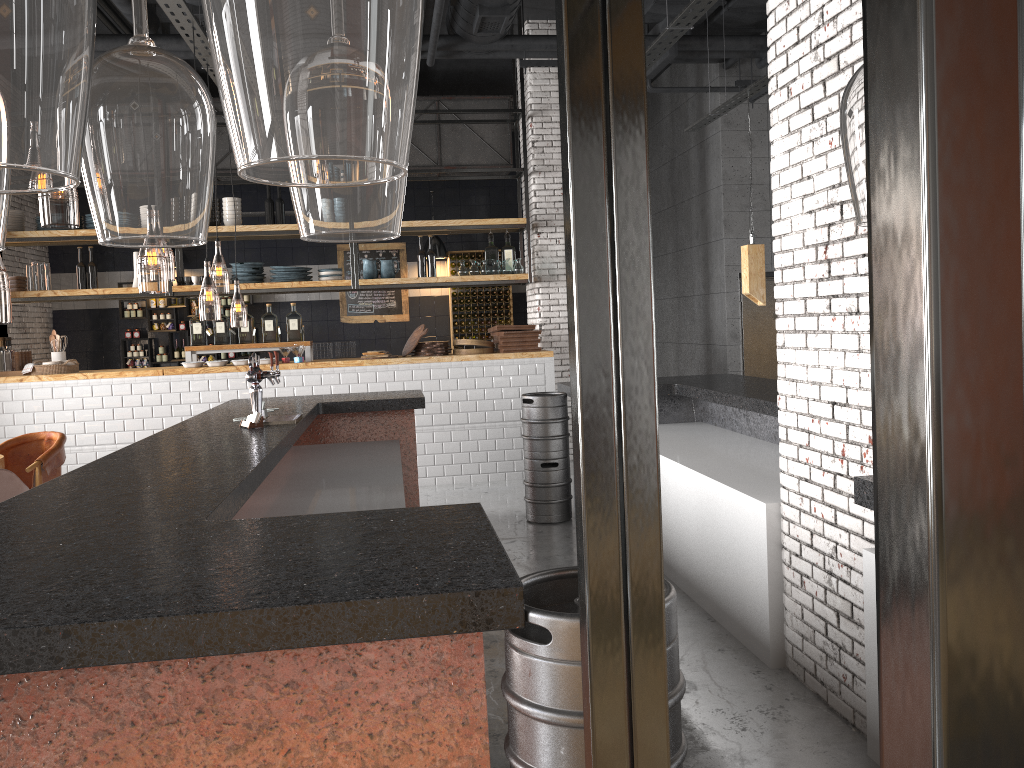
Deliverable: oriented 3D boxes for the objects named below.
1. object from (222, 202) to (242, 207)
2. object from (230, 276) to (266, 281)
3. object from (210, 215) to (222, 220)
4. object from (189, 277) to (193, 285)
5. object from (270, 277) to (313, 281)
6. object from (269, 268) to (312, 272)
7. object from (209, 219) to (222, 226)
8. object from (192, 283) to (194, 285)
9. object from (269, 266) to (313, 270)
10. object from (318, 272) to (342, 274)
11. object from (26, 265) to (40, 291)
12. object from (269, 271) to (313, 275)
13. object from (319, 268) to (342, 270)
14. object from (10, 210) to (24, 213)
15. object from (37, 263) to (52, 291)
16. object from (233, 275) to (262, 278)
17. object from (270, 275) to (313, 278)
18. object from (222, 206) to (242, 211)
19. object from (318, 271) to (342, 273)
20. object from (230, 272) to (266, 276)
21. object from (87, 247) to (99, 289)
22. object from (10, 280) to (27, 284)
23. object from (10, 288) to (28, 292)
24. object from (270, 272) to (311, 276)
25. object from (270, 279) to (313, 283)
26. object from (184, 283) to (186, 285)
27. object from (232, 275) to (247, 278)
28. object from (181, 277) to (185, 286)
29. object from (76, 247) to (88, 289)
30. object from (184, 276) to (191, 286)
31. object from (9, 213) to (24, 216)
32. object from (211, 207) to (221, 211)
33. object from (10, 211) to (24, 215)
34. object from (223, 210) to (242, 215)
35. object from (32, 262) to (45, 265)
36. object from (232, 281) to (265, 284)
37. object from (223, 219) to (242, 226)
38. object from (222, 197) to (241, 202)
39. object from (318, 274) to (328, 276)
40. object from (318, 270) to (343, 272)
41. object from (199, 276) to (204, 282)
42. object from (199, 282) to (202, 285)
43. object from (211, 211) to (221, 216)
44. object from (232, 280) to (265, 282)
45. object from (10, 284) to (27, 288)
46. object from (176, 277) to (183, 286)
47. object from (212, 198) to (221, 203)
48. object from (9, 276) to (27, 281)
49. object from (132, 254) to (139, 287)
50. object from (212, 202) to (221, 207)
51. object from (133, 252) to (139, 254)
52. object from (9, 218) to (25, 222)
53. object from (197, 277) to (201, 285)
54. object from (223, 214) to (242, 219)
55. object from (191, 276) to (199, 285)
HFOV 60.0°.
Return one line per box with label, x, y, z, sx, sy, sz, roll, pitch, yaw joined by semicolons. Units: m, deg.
object;-2.982;-1.880;9.447;0.196;0.100;0.197;-3;4;-12
object;-2.825;-1.114;9.499;0.373;0.067;0.372;-4;4;-26
object;-3.188;-1.737;9.426;0.196;0.101;0.197;-2;4;11
object;-3.385;-1.073;9.316;0.072;0.097;0.072;-4;3;-21
object;-2.377;-1.124;9.557;0.454;0.042;0.454;-5;5;-33
object;-2.381;-1.218;9.552;0.454;0.048;0.454;-1;4;19
object;-3.188;-1.693;9.430;0.196;0.104;0.197;0;4;29
object;-3.401;-1.080;9.432;0.072;0.097;0.072;-1;3;24
object;-2.379;-1.243;9.552;0.453;0.062;0.454;-2;4;8
object;-1.969;-1.188;9.612;0.263;0.028;0.263;-1;4;19
object;-4.862;-1.075;9.021;0.106;0.264;0.152;-1;3;20
object;-2.378;-1.196;9.553;0.452;0.065;0.454;1;5;45
object;-1.972;-1.228;9.610;0.265;0.037;0.265;-3;4;-13
object;-5.216;-1.764;9.138;0.335;0.039;0.335;-4;4;-17
object;-4.811;-1.096;9.136;0.118;0.293;0.169;-3;3;-3
object;-2.826;-1.131;9.496;0.334;0.051;0.335;-1;4;23
object;-2.376;-1.148;9.557;0.453;0.050;0.454;-2;4;12
object;-2.982;-1.836;9.451;0.196;0.103;0.197;-2;4;9
object;-1.970;-1.199;9.611;0.263;0.029;0.263;-5;5;-31
object;-2.822;-1.166;9.494;0.371;0.071;0.373;-2;4;4
object;-4.458;-1.221;9.415;0.098;0.470;0.098;-4;3;-30
object;-5.142;-1.047;9.203;0.157;0.053;0.168;-3;4;-3
object;-5.139;-0.967;9.206;0.157;0.053;0.168;-3;4;-3
object;-2.380;-1.172;9.554;0.454;0.062;0.453;0;5;36
object;-2.375;-1.100;9.559;0.454;0.033;0.454;-4;4;-25
object;-3.478;-1.076;9.421;0.072;0.097;0.072;-4;3;-20
object;-2.826;-1.143;9.495;0.334;0.045;0.335;-3;4;-11
object;-3.462;-1.069;9.306;0.072;0.097;0.072;-3;3;-8
object;-4.565;-1.215;9.400;0.098;0.470;0.098;-4;3;-30
object;-3.369;-1.066;9.200;0.072;0.097;0.072;-2;3;14
object;-5.216;-1.725;9.139;0.335;0.040;0.335;-4;4;-18
object;-3.192;-1.825;9.419;0.196;0.102;0.197;-2;4;3
object;-5.216;-1.744;9.139;0.335;0.041;0.335;-3;4;-11
object;-2.977;-1.792;9.448;0.196;0.104;0.197;-1;4;28
object;-4.922;-1.114;9.266;0.126;0.313;0.179;-1;3;25
object;-2.822;-1.078;9.498;0.335;0.033;0.335;-6;5;-39
object;-2.973;-1.704;9.452;0.196;0.105;0.196;-5;4;-30
object;-2.984;-1.925;9.448;0.196;0.103;0.196;-5;4;-30
object;-1.968;-1.177;9.612;0.263;0.032;0.263;1;5;41
object;-1.970;-1.217;9.610;0.265;0.034;0.265;-2;4;5
object;-3.210;-1.074;9.222;0.072;0.097;0.072;-2;3;13
object;-3.324;-1.084;9.442;0.072;0.097;0.072;-4;3;-19
object;-3.188;-1.781;9.419;0.196;0.107;0.196;-5;4;-36
object;-2.822;-1.092;9.496;0.335;0.046;0.334;-4;4;-22
object;-5.141;-1.012;9.204;0.157;0.053;0.168;-3;4;-3
object;-3.446;-1.062;9.190;0.072;0.097;0.072;-2;3;15
object;-3.196;-1.914;9.418;0.196;0.103;0.196;-5;4;-32
object;-5.144;-1.089;9.201;0.157;0.053;0.168;-3;4;-3
object;-3.916;-1.179;9.267;0.132;0.360;0.127;-2;3;17
object;-3.194;-1.869;9.417;0.196;0.102;0.196;-3;4;-14
object;-3.972;-1.203;9.410;0.126;0.394;0.127;-1;3;32
object;-5.213;-1.667;9.143;0.334;0.043;0.335;0;5;31
object;-3.307;-1.077;9.327;0.072;0.097;0.072;-3;3;-6
object;-2.978;-1.748;9.450;0.196;0.104;0.196;-5;4;-32
object;-3.291;-1.070;9.211;0.072;0.097;0.072;0;4;32
